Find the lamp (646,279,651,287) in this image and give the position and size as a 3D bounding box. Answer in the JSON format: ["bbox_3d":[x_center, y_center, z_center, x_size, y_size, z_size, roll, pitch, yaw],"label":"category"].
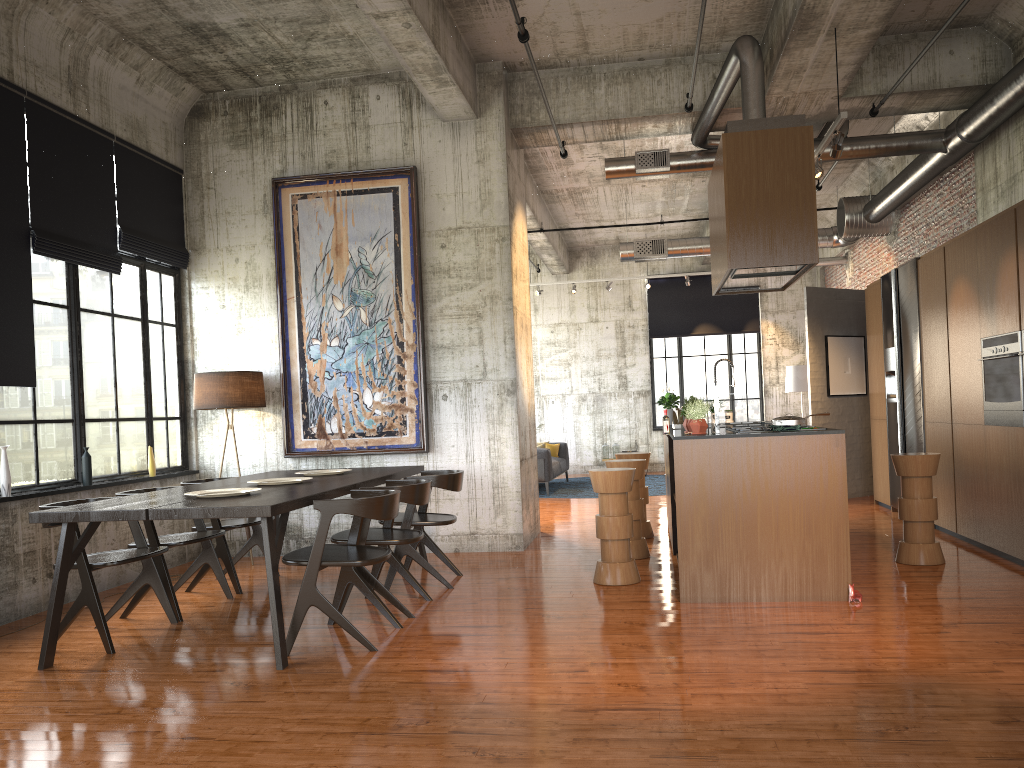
[{"bbox_3d":[2.967,-2.176,19.363,0.102,0.211,0.260,-3,-1,4],"label":"lamp"}]

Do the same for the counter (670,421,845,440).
[{"bbox_3d":[2.166,0.511,8.764,1.245,0.174,4.363,-3,-2,9],"label":"counter"}]

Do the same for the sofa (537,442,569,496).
[{"bbox_3d":[0.282,1.619,17.203,1.362,0.861,3.004,-3,-2,10],"label":"sofa"}]

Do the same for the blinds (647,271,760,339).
[{"bbox_3d":[4.330,-1.817,20.088,2.444,1.464,0.150,-3,0,9],"label":"blinds"}]

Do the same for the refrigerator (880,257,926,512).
[{"bbox_3d":[5.251,0.099,10.571,1.211,3.050,1.517,-3,0,9],"label":"refrigerator"}]

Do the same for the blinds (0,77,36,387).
[{"bbox_3d":[-4.173,-1.253,6.913,0.034,2.533,1.215,-3,0,9],"label":"blinds"}]

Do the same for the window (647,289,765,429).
[{"bbox_3d":[4.410,-0.690,20.261,2.580,3.435,0.050,-3,0,9],"label":"window"}]

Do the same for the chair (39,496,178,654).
[{"bbox_3d":[-2.932,1.341,6.402,0.769,0.993,0.878,-3,-1,8],"label":"chair"}]

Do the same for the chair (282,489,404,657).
[{"bbox_3d":[-1.136,1.251,6.048,0.769,0.993,0.878,-3,-1,9],"label":"chair"}]

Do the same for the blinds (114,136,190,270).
[{"bbox_3d":[-3.799,-1.885,9.419,0.052,1.141,1.296,-3,-1,9],"label":"blinds"}]

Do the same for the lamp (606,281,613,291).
[{"bbox_3d":[2.132,-2.137,19.469,0.182,0.240,0.102,-3,0,4],"label":"lamp"}]

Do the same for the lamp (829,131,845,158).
[{"bbox_3d":[2.834,-2.082,7.736,0.102,0.215,0.226,-3,-1,5],"label":"lamp"}]

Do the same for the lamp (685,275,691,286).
[{"bbox_3d":[3.802,-2.223,19.181,0.102,0.251,0.165,-3,-1,34],"label":"lamp"}]

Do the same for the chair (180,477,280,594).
[{"bbox_3d":[-2.650,1.390,8.300,0.769,0.993,0.878,-3,-1,8],"label":"chair"}]

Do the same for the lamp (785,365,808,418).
[{"bbox_3d":[6.324,0.722,19.286,0.694,2.243,0.706,-3,0,31],"label":"lamp"}]

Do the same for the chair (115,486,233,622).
[{"bbox_3d":[-2.796,1.364,7.293,0.769,0.993,0.878,-3,-1,9],"label":"chair"}]

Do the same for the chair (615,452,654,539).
[{"bbox_3d":[1.411,1.279,10.208,0.409,0.963,0.411,-2,0,-13],"label":"chair"}]

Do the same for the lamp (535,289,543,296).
[{"bbox_3d":[0.600,-2.061,19.721,0.102,0.211,0.260,-3,-1,44],"label":"lamp"}]

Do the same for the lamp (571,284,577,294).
[{"bbox_3d":[1.373,-2.096,19.618,0.102,0.228,0.199,-3,-1,19],"label":"lamp"}]

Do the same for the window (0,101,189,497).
[{"bbox_3d":[-4.032,-0.735,8.196,0.050,3.434,3.813,-3,-1,9],"label":"window"}]

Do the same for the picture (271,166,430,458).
[{"bbox_3d":[-1.784,-0.771,9.742,1.655,3.120,0.142,-3,0,9],"label":"picture"}]

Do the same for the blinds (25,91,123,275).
[{"bbox_3d":[-3.988,-1.790,8.143,0.052,1.397,1.255,-3,-1,9],"label":"blinds"}]

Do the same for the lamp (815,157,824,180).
[{"bbox_3d":[2.927,-2.067,8.527,0.102,0.251,0.165,-2,-1,-36],"label":"lamp"}]

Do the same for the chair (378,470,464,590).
[{"bbox_3d":[-0.798,1.298,7.979,0.769,0.993,0.878,-3,-1,5],"label":"chair"}]

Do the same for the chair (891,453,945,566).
[{"bbox_3d":[3.630,1.107,7.929,0.411,0.963,0.409,-3,0,39],"label":"chair"}]

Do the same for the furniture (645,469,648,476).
[{"bbox_3d":[2.685,1.757,19.138,0.431,0.477,0.432,-2,-1,-36],"label":"furniture"}]

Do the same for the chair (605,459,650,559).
[{"bbox_3d":[1.159,1.247,8.885,0.409,0.963,0.411,-2,0,-13],"label":"chair"}]

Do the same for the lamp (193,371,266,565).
[{"bbox_3d":[-3.023,0.908,9.602,0.753,2.056,0.752,-3,0,21],"label":"lamp"}]

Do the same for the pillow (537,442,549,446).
[{"bbox_3d":[0.487,1.354,18.189,0.537,0.446,0.260,-3,-1,16],"label":"pillow"}]

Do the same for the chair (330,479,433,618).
[{"bbox_3d":[-1.000,1.274,6.938,0.769,0.993,0.878,-3,-1,8],"label":"chair"}]

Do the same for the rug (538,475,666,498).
[{"bbox_3d":[2.052,1.963,17.210,4.843,0.009,4.851,-1,-2,-35],"label":"rug"}]

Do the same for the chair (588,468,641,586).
[{"bbox_3d":[0.885,1.219,7.650,0.409,0.963,0.411,-2,0,-13],"label":"chair"}]
